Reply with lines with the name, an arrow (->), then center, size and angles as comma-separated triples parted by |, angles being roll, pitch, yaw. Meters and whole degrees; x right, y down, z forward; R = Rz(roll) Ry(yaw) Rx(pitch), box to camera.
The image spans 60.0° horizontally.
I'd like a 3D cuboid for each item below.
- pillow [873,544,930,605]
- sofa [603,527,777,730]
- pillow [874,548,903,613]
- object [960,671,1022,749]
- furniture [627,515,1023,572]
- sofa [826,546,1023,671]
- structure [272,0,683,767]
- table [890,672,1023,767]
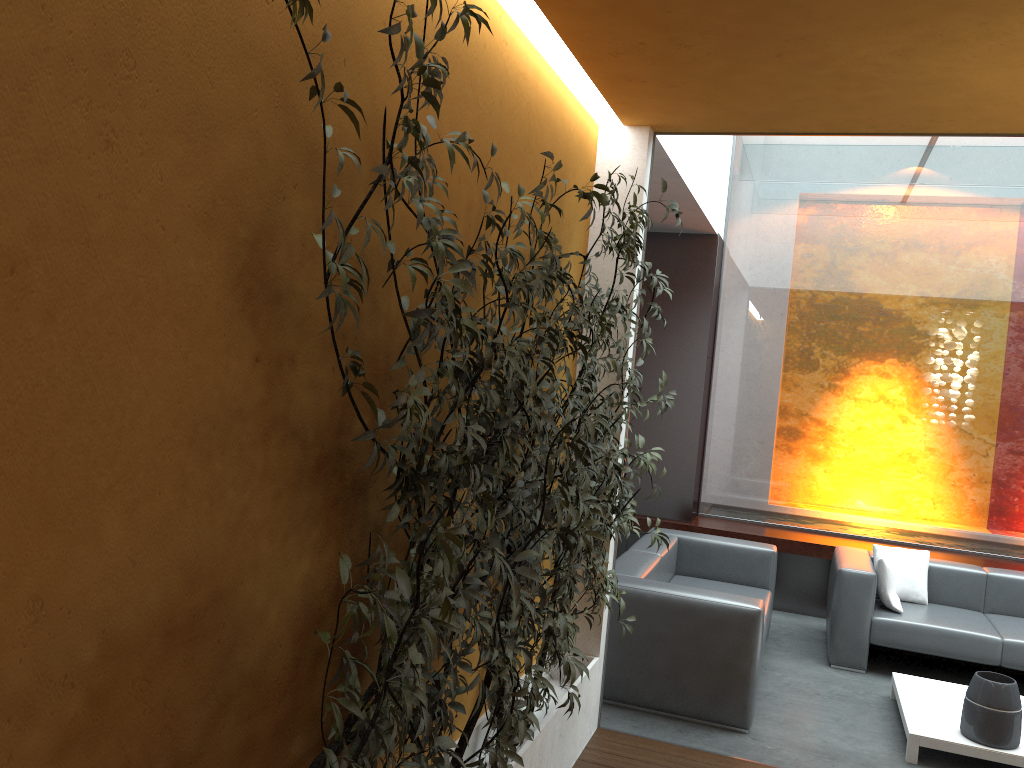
pillow -> 2.717, 1.332, 6.212 | 0.376, 0.361, 0.169 | 6, 2, 17
sofa -> 1.145, 1.427, 5.640 | 0.943, 0.652, 2.025 | 6, 2, 19
pillow -> 2.537, 1.322, 5.989 | 0.186, 0.358, 0.376 | 6, 2, 17
object -> 2.395, 1.614, 4.420 | 0.265, 0.309, 0.265 | 5, 2, -9
furniture -> 3.889, 1.449, 6.758 | 6.000, 0.109, 0.600 | 6, 2, 19
sofa -> 3.535, 1.642, 5.786 | 2.781, 0.652, 0.943 | 6, 2, 19
structure -> 0.080, 0.229, 2.871 | 0.622, 2.483, 3.166 | 6, 2, 18
table -> 2.598, 1.856, 4.718 | 1.000, 0.150, 1.000 | 6, 2, 19
